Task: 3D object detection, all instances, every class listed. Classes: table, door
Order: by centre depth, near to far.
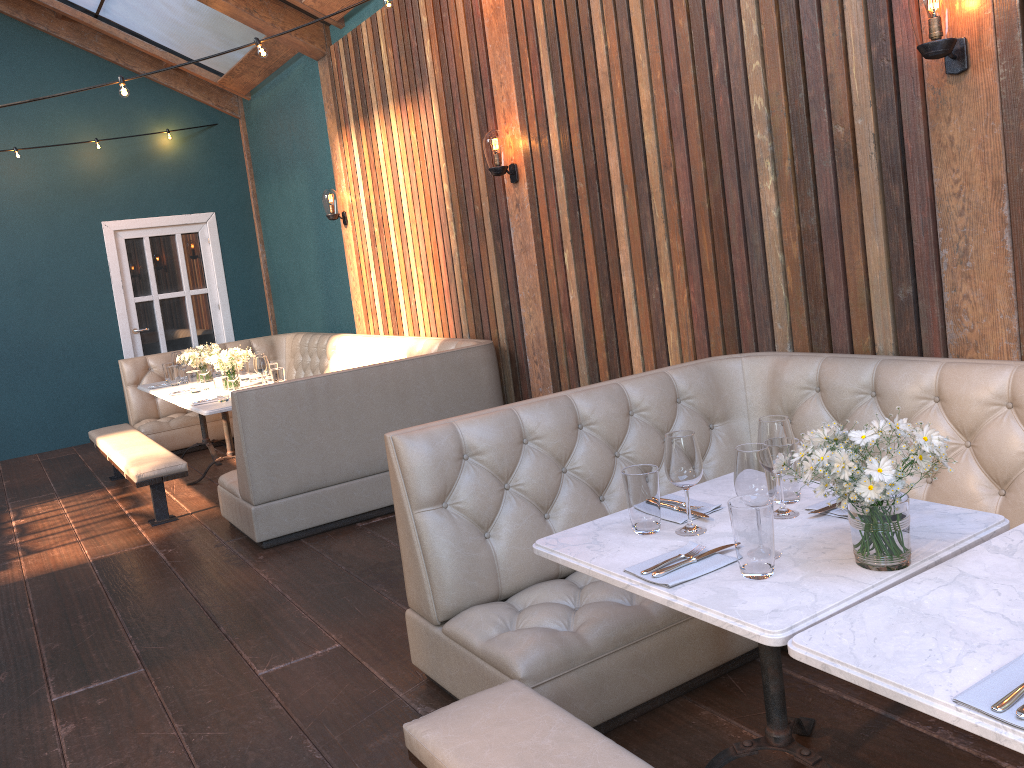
[{"bbox_3d":[1.055,0.729,1.446,0.803,0.668,0.800,-12,8,-31],"label":"table"},{"bbox_3d":[0.627,0.678,2.141,0.803,0.668,0.800,-12,8,-32],"label":"table"},{"bbox_3d":[-1.697,0.398,5.914,0.803,0.668,0.800,-12,8,-32],"label":"table"},{"bbox_3d":[-2.125,0.346,6.608,0.803,0.668,0.800,-12,8,-31],"label":"table"},{"bbox_3d":[-2.553,0.295,7.303,0.803,0.668,0.800,-12,8,-31],"label":"table"},{"bbox_3d":[-6.566,-0.024,7.663,8.219,2.196,0.174,-12,7,-31],"label":"door"}]

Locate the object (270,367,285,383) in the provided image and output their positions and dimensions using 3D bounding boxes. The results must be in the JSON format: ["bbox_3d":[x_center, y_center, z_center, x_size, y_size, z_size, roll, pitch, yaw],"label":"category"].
[{"bbox_3d":[-1.523,-0.023,5.770,0.091,0.157,0.092,-1,8,45],"label":"object"}]

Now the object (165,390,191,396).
[{"bbox_3d":[-2.393,0.054,6.460,0.256,0.019,0.158,-12,10,-30],"label":"object"}]

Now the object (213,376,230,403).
[{"bbox_3d":[-1.856,0.036,5.667,0.091,0.157,0.092,-1,8,45],"label":"object"}]

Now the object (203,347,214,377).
[{"bbox_3d":[-2.521,-0.180,7.351,0.092,0.243,0.093,-6,5,11],"label":"object"}]

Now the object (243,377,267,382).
[{"bbox_3d":[-1.922,-0.039,6.669,0.256,0.019,0.158,-12,10,-30],"label":"object"}]

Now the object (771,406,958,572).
[{"bbox_3d":[0.736,0.216,1.825,0.337,0.307,0.330,-10,7,-19],"label":"object"}]

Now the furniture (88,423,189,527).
[{"bbox_3d":[-2.678,0.605,6.282,0.314,0.396,2.332,-11,9,-31],"label":"furniture"}]

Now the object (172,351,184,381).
[{"bbox_3d":[-2.757,-0.145,7.316,0.092,0.243,0.093,-6,5,11],"label":"object"}]

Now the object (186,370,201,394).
[{"bbox_3d":[-2.277,-0.014,6.344,0.091,0.157,0.092,-1,8,45],"label":"object"}]

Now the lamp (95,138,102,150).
[{"bbox_3d":[-4.079,-2.366,8.715,0.056,0.120,0.056,-8,6,-10],"label":"lamp"}]

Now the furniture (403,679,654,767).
[{"bbox_3d":[0.507,0.989,1.110,0.314,0.396,2.332,-11,9,-31],"label":"furniture"}]

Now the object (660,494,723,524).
[{"bbox_3d":[0.443,0.324,2.323,0.158,0.019,0.255,-12,10,-30],"label":"object"}]

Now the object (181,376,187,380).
[{"bbox_3d":[-2.736,-0.060,7.491,0.158,0.019,0.255,-12,10,-30],"label":"object"}]

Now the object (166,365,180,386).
[{"bbox_3d":[-2.675,-0.064,7.006,0.091,0.157,0.092,-1,8,45],"label":"object"}]

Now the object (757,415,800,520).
[{"bbox_3d":[0.658,0.204,2.183,0.092,0.243,0.093,-6,6,17],"label":"object"}]

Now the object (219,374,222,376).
[{"bbox_3d":[-2.342,-0.089,7.351,0.256,0.019,0.158,-12,10,-30],"label":"object"}]

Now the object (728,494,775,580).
[{"bbox_3d":[0.503,0.320,1.839,0.091,0.157,0.092,-1,8,45],"label":"object"}]

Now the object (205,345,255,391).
[{"bbox_3d":[-2.004,-0.116,6.286,0.335,0.307,0.332,-6,7,11],"label":"object"}]

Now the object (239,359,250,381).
[{"bbox_3d":[-2.055,-0.108,6.774,0.091,0.157,0.092,-1,8,45],"label":"object"}]

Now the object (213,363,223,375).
[{"bbox_3d":[-2.475,-0.159,7.455,0.091,0.157,0.092,-1,8,45],"label":"object"}]

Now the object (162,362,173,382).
[{"bbox_3d":[-2.853,-0.096,7.361,0.091,0.157,0.092,-1,8,45],"label":"object"}]

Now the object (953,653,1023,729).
[{"bbox_3d":[0.786,0.438,1.292,0.256,0.019,0.158,-12,10,-30],"label":"object"}]

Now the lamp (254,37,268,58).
[{"bbox_3d":[-1.392,-1.870,4.917,0.066,0.117,0.057,-3,7,35],"label":"lamp"}]

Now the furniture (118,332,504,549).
[{"bbox_3d":[-1.754,0.173,6.808,1.719,0.854,4.164,-12,10,-31],"label":"furniture"}]

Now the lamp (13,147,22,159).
[{"bbox_3d":[-4.573,-2.137,8.183,0.057,0.118,0.061,-11,7,-30],"label":"lamp"}]

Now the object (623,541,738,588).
[{"bbox_3d":[0.387,0.387,1.955,0.256,0.019,0.158,-12,10,-30],"label":"object"}]

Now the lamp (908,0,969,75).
[{"bbox_3d":[1.366,-1.155,2.837,0.179,0.318,0.146,-11,7,-31],"label":"lamp"}]

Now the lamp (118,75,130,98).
[{"bbox_3d":[-2.102,-1.609,4.782,0.056,0.120,0.057,-3,7,36],"label":"lamp"}]

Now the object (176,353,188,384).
[{"bbox_3d":[-2.641,-0.127,7.104,0.092,0.243,0.093,-6,5,11],"label":"object"}]

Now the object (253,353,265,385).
[{"bbox_3d":[-1.707,-0.082,6.030,0.092,0.243,0.093,-6,6,17],"label":"object"}]

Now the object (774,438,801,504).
[{"bbox_3d":[0.703,0.225,2.288,0.091,0.157,0.092,-1,8,45],"label":"object"}]

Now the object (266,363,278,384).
[{"bbox_3d":[-1.662,-0.061,6.135,0.091,0.157,0.092,-1,8,45],"label":"object"}]

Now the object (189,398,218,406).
[{"bbox_3d":[-1.972,0.103,5.783,0.256,0.019,0.158,-12,10,-30],"label":"object"}]

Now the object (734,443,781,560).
[{"bbox_3d":[0.537,0.257,1.936,0.092,0.243,0.093,-6,6,17],"label":"object"}]

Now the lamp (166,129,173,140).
[{"bbox_3d":[-3.584,-2.609,9.252,0.056,0.120,0.057,-2,7,41],"label":"lamp"}]

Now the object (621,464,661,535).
[{"bbox_3d":[0.326,0.288,2.193,0.091,0.157,0.092,-1,8,45],"label":"object"}]

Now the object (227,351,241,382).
[{"bbox_3d":[-2.101,-0.130,6.669,0.092,0.243,0.093,-6,6,17],"label":"object"}]

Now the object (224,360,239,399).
[{"bbox_3d":[-1.822,-0.027,5.765,0.092,0.243,0.093,-6,6,17],"label":"object"}]

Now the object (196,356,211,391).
[{"bbox_3d":[-2.242,-0.077,6.441,0.092,0.243,0.093,-6,6,17],"label":"object"}]

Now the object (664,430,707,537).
[{"bbox_3d":[0.421,0.239,2.149,0.092,0.243,0.093,-6,6,17],"label":"object"}]

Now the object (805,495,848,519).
[{"bbox_3d":[0.837,0.295,2.184,0.256,0.019,0.158,-12,10,-30],"label":"object"}]

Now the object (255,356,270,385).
[{"bbox_3d":[-1.629,-0.058,5.808,0.092,0.243,0.093,-6,6,17],"label":"object"}]

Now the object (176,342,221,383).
[{"bbox_3d":[-2.453,-0.166,6.987,0.328,0.307,0.339,-4,8,24],"label":"object"}]

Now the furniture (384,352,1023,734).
[{"bbox_3d":[1.414,0.555,1.665,1.719,0.854,4.164,-12,10,-31],"label":"furniture"}]

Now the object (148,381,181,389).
[{"bbox_3d":[-2.791,0.003,7.122,0.256,0.019,0.158,-12,10,-30],"label":"object"}]

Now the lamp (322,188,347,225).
[{"bbox_3d":[-1.516,-1.502,7.516,0.179,0.318,0.146,-11,7,-31],"label":"lamp"}]

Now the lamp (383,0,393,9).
[{"bbox_3d":[-0.717,-2.197,5.045,0.074,0.114,0.056,-10,6,-25],"label":"lamp"}]

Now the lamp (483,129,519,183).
[{"bbox_3d":[-0.074,-1.328,5.175,0.179,0.318,0.146,-11,7,-31],"label":"lamp"}]
